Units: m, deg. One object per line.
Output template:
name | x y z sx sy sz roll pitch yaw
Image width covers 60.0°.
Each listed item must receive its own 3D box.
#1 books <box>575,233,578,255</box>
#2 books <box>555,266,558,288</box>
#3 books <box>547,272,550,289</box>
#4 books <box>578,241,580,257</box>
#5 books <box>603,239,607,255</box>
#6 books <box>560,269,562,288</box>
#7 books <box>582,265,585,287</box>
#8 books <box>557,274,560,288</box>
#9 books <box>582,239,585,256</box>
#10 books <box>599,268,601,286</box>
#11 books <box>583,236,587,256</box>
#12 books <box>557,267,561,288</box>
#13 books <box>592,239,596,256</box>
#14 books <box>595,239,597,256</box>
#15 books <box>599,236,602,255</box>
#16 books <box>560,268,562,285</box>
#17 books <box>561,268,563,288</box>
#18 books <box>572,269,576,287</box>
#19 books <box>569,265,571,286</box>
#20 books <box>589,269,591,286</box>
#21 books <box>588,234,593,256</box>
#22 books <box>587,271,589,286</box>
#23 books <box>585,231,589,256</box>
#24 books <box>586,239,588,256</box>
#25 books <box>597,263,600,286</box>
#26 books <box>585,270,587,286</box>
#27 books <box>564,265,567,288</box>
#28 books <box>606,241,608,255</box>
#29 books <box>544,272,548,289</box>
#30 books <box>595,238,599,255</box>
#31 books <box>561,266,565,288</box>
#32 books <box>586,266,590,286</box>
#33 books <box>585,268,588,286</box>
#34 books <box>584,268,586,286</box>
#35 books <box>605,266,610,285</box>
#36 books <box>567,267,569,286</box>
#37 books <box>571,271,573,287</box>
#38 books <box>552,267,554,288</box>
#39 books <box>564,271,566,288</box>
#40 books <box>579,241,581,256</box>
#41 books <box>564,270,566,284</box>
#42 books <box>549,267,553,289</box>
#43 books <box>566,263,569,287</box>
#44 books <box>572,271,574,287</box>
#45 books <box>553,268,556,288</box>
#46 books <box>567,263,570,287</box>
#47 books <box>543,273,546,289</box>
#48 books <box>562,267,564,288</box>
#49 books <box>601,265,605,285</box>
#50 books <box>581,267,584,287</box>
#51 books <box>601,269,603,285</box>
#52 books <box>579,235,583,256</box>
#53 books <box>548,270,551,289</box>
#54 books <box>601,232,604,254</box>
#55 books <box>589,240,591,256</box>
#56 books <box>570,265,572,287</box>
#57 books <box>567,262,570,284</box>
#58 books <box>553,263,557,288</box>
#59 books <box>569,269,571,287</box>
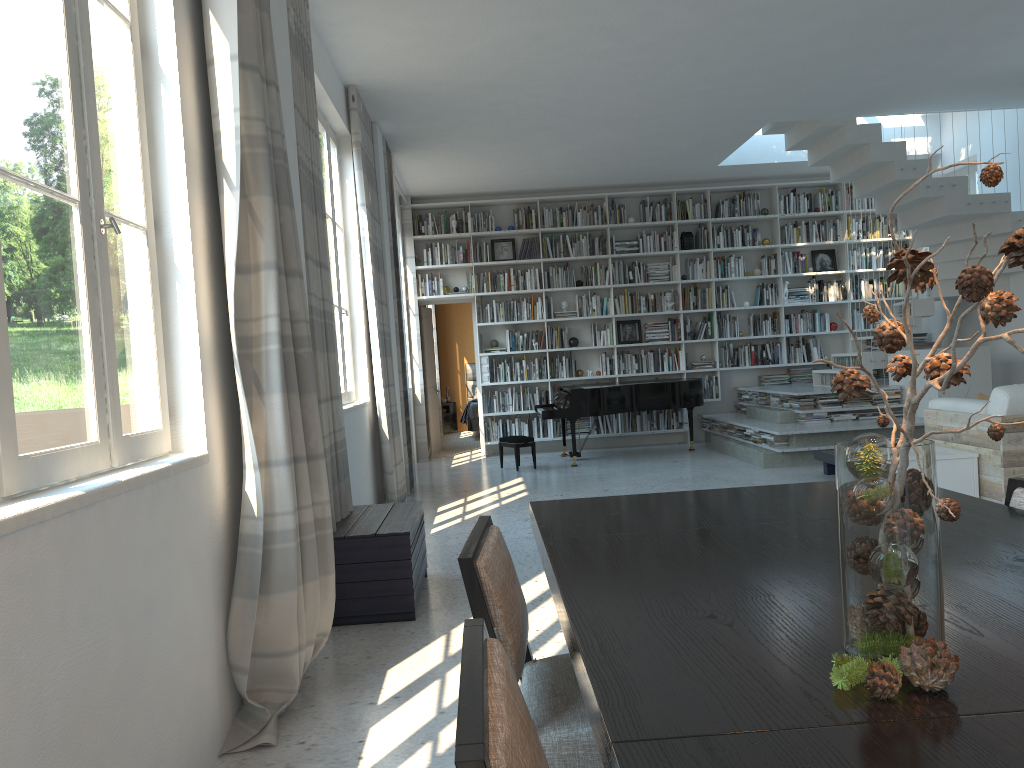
books | 0.803 -1.711 11.008 0.012 0.308 0.145 -4 2 -2
books | 0.546 -1.314 11.000 0.010 0.283 0.183 -4 2 -2
books | 0.447 -1.277 11.030 0.024 0.219 0.140 -4 2 -2
books | 0.823 -1.665 11.036 0.024 0.212 0.128 -4 2 -2
books | 1.151 -1.686 11.040 0.028 0.212 0.134 -4 2 -2
books | 0.595 -1.302 10.997 0.012 0.251 0.184 -4 2 -2
books | 0.887 -1.334 11.043 0.012 0.276 0.129 -4 2 -2
books | 0.568 -1.268 11.020 0.029 0.187 0.149 -4 2 -2
books | 0.883 -1.675 11.000 0.021 0.226 0.191 -4 2 -2
books | 1.081 -1.336 11.033 0.010 0.257 0.140 -4 2 -2
books | 0.905 -1.694 11.018 0.028 0.261 0.135 -4 2 -2
books | 0.584 -1.307 10.995 0.009 0.263 0.189 -4 2 -2
books | 1.006 -1.679 11.011 0.030 0.218 0.182 -4 2 -2
books | 1.031 -1.683 11.016 0.022 0.223 0.161 -4 2 -2
books | 1.092 -1.707 11.013 0.055 0.264 0.166 -4 2 -2
books | 0.604 -1.308 11.021 0.010 0.262 0.169 -4 2 -2
books | 0.615 -1.305 11.021 0.011 0.256 0.152 -4 2 -2
books | 0.768 -1.303 11.026 0.031 0.232 0.147 -4 2 -2
books | 0.715 -1.326 11.024 0.004 0.284 0.166 -4 2 -2
books | 0.957 -1.308 11.008 0.006 0.216 0.181 -4 2 -2
books | 0.977 -1.714 11.029 0.022 0.290 0.146 -4 2 -2
books | 0.939 -1.299 11.032 0.011 0.200 0.162 -4 2 -2
books | 0.937 -1.722 11.005 0.011 0.313 0.183 -4 2 -2
books | 0.927 -1.680 11.016 0.013 0.231 0.141 -4 2 -2
books | 1.064 -1.349 11.025 0.022 0.285 0.190 -4 2 -2
books | 0.911 -1.306 11.034 0.013 0.216 0.149 -4 2 -2
books | 0.667 -1.326 11.010 0.011 0.291 0.176 -4 2 -2
books | 1.175 -1.679 11.048 0.019 0.194 0.098 -4 2 -2
books | 0.420 -1.278 11.030 0.029 0.225 0.136 -4 2 -2
books | 1.053 -1.692 11.032 0.024 0.237 0.153 -4 2 -2
books | 0.634 -1.318 11.011 0.011 0.279 0.169 -4 2 -2
books | 0.946 -1.334 11.039 0.009 0.267 0.149 -4 2 -2
books | 0.921 -1.316 11.008 0.005 0.236 0.178 -4 2 -2
books | 0.902 -1.317 11.016 0.005 0.240 0.173 -4 2 -2
books | 1.176 -1.332 11.009 0.064 0.237 0.208 -4 2 -2
books | 0.694 -1.313 11.017 0.010 0.262 0.158 -4 2 -2
books | 0.744 -1.295 11.035 0.012 0.218 0.151 -4 2 -2
books | 0.501 -1.308 11.007 0.012 0.276 0.157 -4 2 -2
books | 0.648 -1.284 11.006 0.011 0.209 0.181 -4 2 -2
books | 0.841 -1.664 11.010 0.010 0.208 0.173 -4 2 -2
books | 0.657 -1.294 11.031 0.011 0.226 0.129 -4 2 -2
books | 0.482 -1.309 11.010 0.026 0.279 0.151 -4 2 -2
books | 0.685 -1.343 11.023 0.004 0.321 0.153 -4 2 -2
books | 0.753 -1.291 11.033 0.004 0.209 0.132 -4 2 -2
books | 0.519 -1.302 11.009 0.024 0.262 0.177 -4 2 -2
books | 0.699 -1.341 11.029 0.005 0.316 0.157 -4 2 -2
books | 0.400 -1.267 11.005 0.015 0.208 0.186 -4 2 -2
books | 0.625 -1.308 11.005 0.009 0.261 0.180 -4 2 -2
books | 1.132 -1.339 11.029 0.022 0.257 0.155 -4 2 -2
books | 0.879 -1.323 11.035 0.005 0.254 0.161 -4 2 -2
books | 1.110 -1.318 11.039 0.024 0.216 0.142 -4 2 -2
books | 0.856 -1.704 11.022 0.026 0.286 0.137 -4 2 -2
books | 0.465 -1.288 11.017 0.012 0.240 0.134 -4 2 -2
books | 1.106 -1.728 11.013 0.058 0.302 0.175 -4 2 -2
books | 0.957 -1.674 11.028 0.024 0.213 0.150 -4 2 -2
books | 0.723 -1.328 11.006 0.011 0.287 0.188 -4 2 -2
books | 0.704 -1.349 11.026 0.005 0.331 0.161 -4 2 -2
books | 0.534 -1.331 11.021 0.011 0.317 0.154 -4 2 -2
books | 0.710 -1.337 11.026 0.005 0.305 0.162 -4 2 -2
